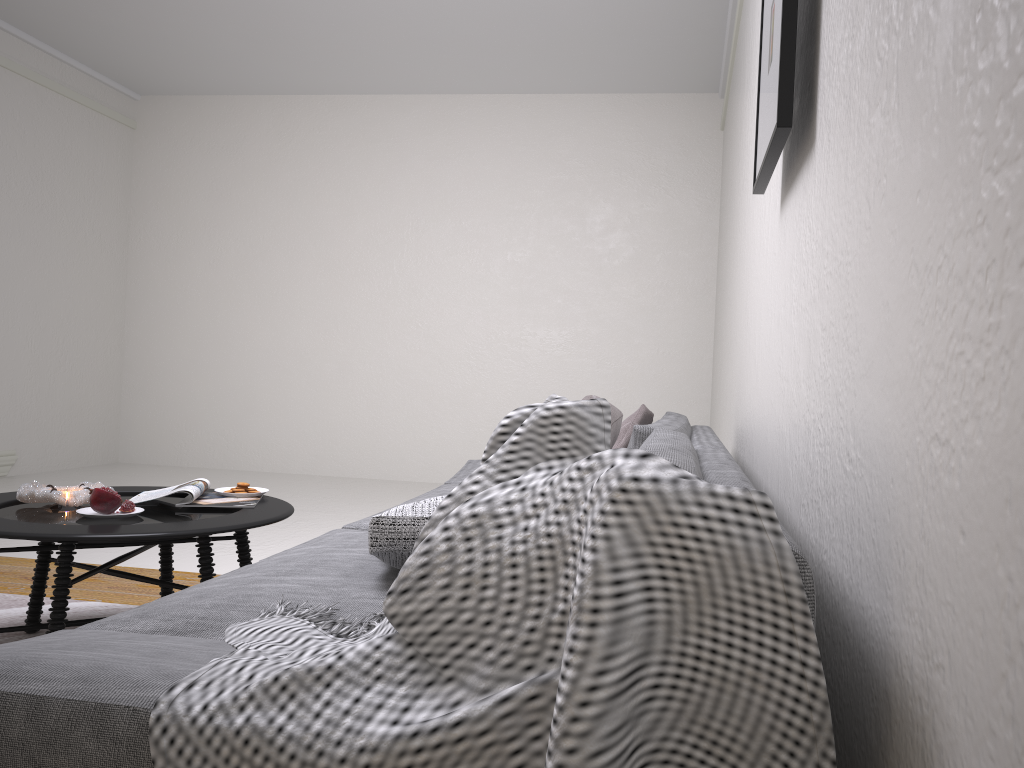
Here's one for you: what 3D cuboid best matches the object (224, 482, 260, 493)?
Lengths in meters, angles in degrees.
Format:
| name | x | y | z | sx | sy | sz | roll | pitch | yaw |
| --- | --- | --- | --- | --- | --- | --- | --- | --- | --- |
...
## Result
| name | x | y | z | sx | sy | sz | roll | pitch | yaw |
| --- | --- | --- | --- | --- | --- | --- | --- | --- | --- |
| object | -0.870 | 0.337 | 2.861 | 0.122 | 0.036 | 0.117 | 3 | 0 | -29 |

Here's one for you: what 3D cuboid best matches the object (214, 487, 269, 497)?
| name | x | y | z | sx | sy | sz | roll | pitch | yaw |
| --- | --- | --- | --- | --- | --- | --- | --- | --- | --- |
| object | -0.872 | 0.349 | 2.859 | 0.168 | 0.015 | 0.166 | 3 | 0 | -8 |

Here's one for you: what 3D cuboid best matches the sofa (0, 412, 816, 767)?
| name | x | y | z | sx | sy | sz | roll | pitch | yaw |
| --- | --- | --- | --- | --- | --- | --- | --- | --- | --- |
| sofa | 0.031 | 0.476 | 2.389 | 1.095 | 0.772 | 3.077 | 3 | 0 | 11 |

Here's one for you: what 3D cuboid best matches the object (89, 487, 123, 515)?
| name | x | y | z | sx | sy | sz | roll | pitch | yaw |
| --- | --- | --- | --- | --- | --- | --- | --- | --- | --- |
| object | -1.101 | 0.317 | 2.408 | 0.108 | 0.082 | 0.090 | 3 | 0 | 45 |

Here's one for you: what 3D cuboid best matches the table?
| name | x | y | z | sx | sy | sz | roll | pitch | yaw |
| --- | --- | --- | --- | --- | --- | --- | --- | --- | --- |
| table | -1.124 | 0.574 | 2.540 | 0.939 | 0.449 | 0.948 | 3 | 0 | 7 |

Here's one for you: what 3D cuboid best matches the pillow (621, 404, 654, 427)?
| name | x | y | z | sx | sy | sz | roll | pitch | yaw |
| --- | --- | --- | --- | --- | --- | --- | --- | --- | --- |
| pillow | 0.385 | 0.298 | 3.536 | 0.346 | 0.448 | 0.487 | 3 | 0 | 31 |

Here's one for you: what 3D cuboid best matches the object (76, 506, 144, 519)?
| name | x | y | z | sx | sy | sz | roll | pitch | yaw |
| --- | --- | --- | --- | --- | --- | --- | --- | --- | --- |
| object | -1.096 | 0.352 | 2.419 | 0.171 | 0.015 | 0.164 | 3 | 0 | -35 |

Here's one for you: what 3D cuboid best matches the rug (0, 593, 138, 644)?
| name | x | y | z | sx | sy | sz | roll | pitch | yaw |
| --- | --- | --- | --- | --- | --- | --- | --- | --- | --- |
| rug | -1.437 | 0.773 | 1.233 | 1.938 | 0.008 | 3.731 | 3 | 0 | 10 |

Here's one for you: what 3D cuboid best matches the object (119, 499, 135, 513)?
| name | x | y | z | sx | sy | sz | roll | pitch | yaw |
| --- | --- | --- | --- | --- | --- | --- | --- | --- | --- |
| object | -1.072 | 0.340 | 2.470 | 0.035 | 0.036 | 0.044 | 3 | 0 | 19 |

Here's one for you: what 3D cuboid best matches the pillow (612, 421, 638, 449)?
| name | x | y | z | sx | sy | sz | roll | pitch | yaw |
| --- | --- | --- | --- | --- | --- | --- | --- | --- | --- |
| pillow | 0.317 | 0.278 | 3.103 | 0.336 | 0.318 | 0.425 | 3 | 0 | 10 |

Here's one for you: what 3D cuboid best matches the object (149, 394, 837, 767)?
| name | x | y | z | sx | sy | sz | roll | pitch | yaw |
| --- | --- | --- | --- | --- | --- | --- | --- | --- | --- |
| object | -0.124 | 0.440 | 1.115 | 0.629 | 0.866 | 0.870 | 3 | 0 | -24 |

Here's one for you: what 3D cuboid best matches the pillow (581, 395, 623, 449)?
| name | x | y | z | sx | sy | sz | roll | pitch | yaw |
| --- | --- | --- | --- | --- | --- | --- | --- | --- | --- |
| pillow | 0.029 | 0.209 | 1.357 | 0.240 | 0.390 | 0.429 | 3 | 0 | 11 |

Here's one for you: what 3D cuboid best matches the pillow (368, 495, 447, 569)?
| name | x | y | z | sx | sy | sz | roll | pitch | yaw |
| --- | --- | --- | --- | --- | --- | --- | --- | --- | --- |
| pillow | -0.087 | 0.310 | 1.849 | 0.407 | 0.194 | 0.403 | 3 | 0 | -4 |

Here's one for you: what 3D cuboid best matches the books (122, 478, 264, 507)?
| name | x | y | z | sx | sy | sz | roll | pitch | yaw |
| --- | --- | --- | --- | --- | --- | --- | --- | --- | --- |
| books | -0.972 | 0.332 | 2.730 | 0.375 | 0.048 | 0.302 | 3 | 0 | -11 |

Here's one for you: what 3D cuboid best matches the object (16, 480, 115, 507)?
| name | x | y | z | sx | sy | sz | roll | pitch | yaw |
| --- | --- | --- | --- | --- | --- | --- | --- | --- | --- |
| object | -1.296 | 0.319 | 2.581 | 0.250 | 0.062 | 0.257 | 3 | 0 | 17 |
